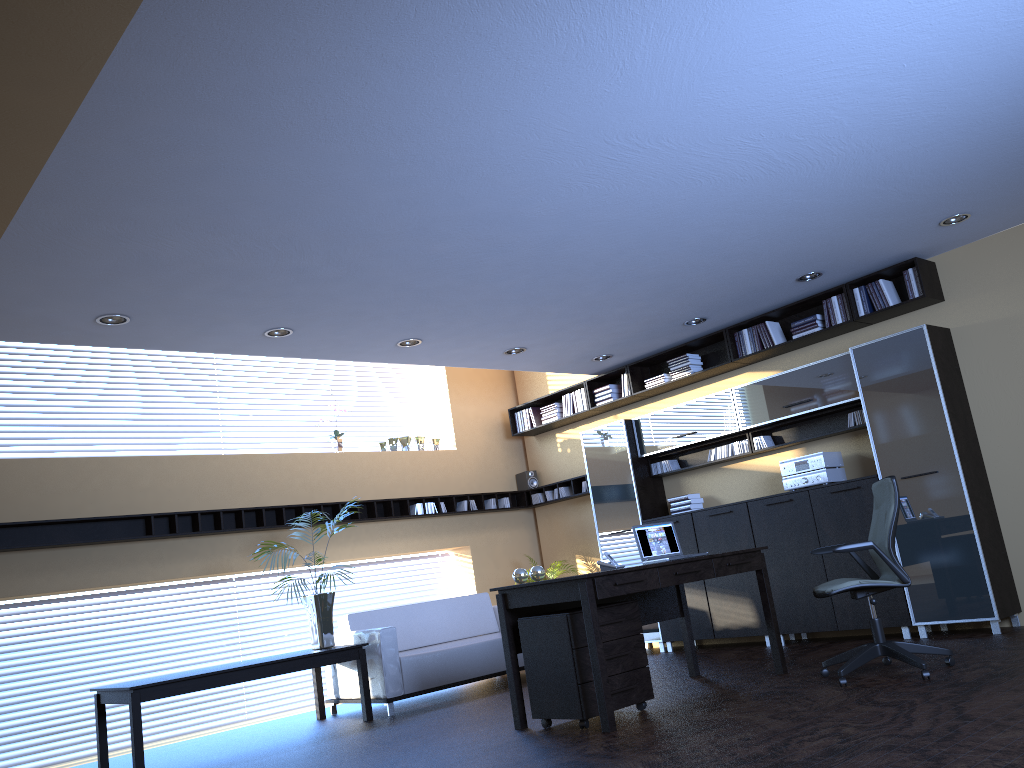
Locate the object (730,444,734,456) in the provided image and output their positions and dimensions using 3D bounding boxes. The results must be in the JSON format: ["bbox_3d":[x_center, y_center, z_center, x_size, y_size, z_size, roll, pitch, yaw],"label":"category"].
[{"bbox_3d":[2.183,0.645,8.678,0.142,0.118,0.040,2,-16,-42],"label":"object"}]

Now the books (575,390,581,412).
[{"bbox_3d":[0.824,0.206,10.116,0.207,0.257,0.050,2,-15,-42],"label":"books"}]

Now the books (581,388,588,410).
[{"bbox_3d":[0.886,0.178,10.036,0.207,0.257,0.050,2,-15,-42],"label":"books"}]

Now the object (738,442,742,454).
[{"bbox_3d":[2.249,0.617,8.597,0.142,0.119,0.009,2,-15,-41],"label":"object"}]

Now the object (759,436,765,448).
[{"bbox_3d":[2.414,0.552,8.418,0.142,0.119,0.030,2,-15,-41],"label":"object"}]

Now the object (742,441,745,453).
[{"bbox_3d":[2.281,0.607,8.574,0.142,0.119,0.009,2,-15,-42],"label":"object"}]

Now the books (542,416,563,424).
[{"bbox_3d":[0.522,0.434,10.448,0.207,0.050,0.259,2,-16,-41],"label":"books"}]

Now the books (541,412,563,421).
[{"bbox_3d":[0.511,0.388,10.469,0.207,0.050,0.259,3,-17,-42],"label":"books"}]

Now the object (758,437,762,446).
[{"bbox_3d":[2.403,0.557,8.434,0.140,0.117,0.026,2,-15,-41],"label":"object"}]

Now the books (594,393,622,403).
[{"bbox_3d":[1.071,0.159,9.829,0.207,0.050,0.259,3,-17,-42],"label":"books"}]

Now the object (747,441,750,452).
[{"bbox_3d":[2.315,0.591,8.525,0.142,0.119,0.009,2,-16,-42],"label":"object"}]

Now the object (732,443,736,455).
[{"bbox_3d":[2.204,0.635,8.650,0.142,0.119,0.009,2,-15,-42],"label":"object"}]

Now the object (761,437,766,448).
[{"bbox_3d":[2.422,0.549,8.411,0.140,0.117,0.026,2,-15,-41],"label":"object"}]

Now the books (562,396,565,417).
[{"bbox_3d":[0.668,0.269,10.293,0.207,0.258,0.075,2,-15,-42],"label":"books"}]

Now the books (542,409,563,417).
[{"bbox_3d":[0.522,0.345,10.474,0.207,0.028,0.259,2,-17,-41],"label":"books"}]

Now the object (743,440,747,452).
[{"bbox_3d":[2.289,0.601,8.555,0.142,0.119,0.009,2,-15,-42],"label":"object"}]

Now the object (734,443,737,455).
[{"bbox_3d":[2.214,0.633,8.645,0.142,0.119,0.009,2,-15,-41],"label":"object"}]

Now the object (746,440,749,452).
[{"bbox_3d":[2.307,0.593,8.531,0.142,0.119,0.009,2,-15,-41],"label":"object"}]

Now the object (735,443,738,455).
[{"bbox_3d":[2.225,0.627,8.628,0.140,0.118,0.006,2,-15,-42],"label":"object"}]

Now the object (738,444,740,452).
[{"bbox_3d":[2.247,0.620,8.609,0.142,0.119,0.009,2,-15,-42],"label":"object"}]

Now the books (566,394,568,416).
[{"bbox_3d":[0.703,0.252,10.242,0.207,0.258,0.075,2,-15,-41],"label":"books"}]

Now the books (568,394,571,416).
[{"bbox_3d":[0.724,0.244,10.220,0.207,0.258,0.075,2,-15,-42],"label":"books"}]

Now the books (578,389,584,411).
[{"bbox_3d":[0.852,0.192,10.073,0.207,0.257,0.050,2,-15,-41],"label":"books"}]

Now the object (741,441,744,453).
[{"bbox_3d":[2.271,0.609,8.578,0.142,0.119,0.009,2,-15,-42],"label":"object"}]

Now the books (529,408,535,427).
[{"bbox_3d":[0.312,0.413,10.695,0.207,0.258,0.075,2,-15,-42],"label":"books"}]

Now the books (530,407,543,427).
[{"bbox_3d":[0.329,0.405,10.668,0.207,0.258,0.075,2,-16,-42],"label":"books"}]

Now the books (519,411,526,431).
[{"bbox_3d":[0.196,0.457,10.808,0.207,0.257,0.050,2,-16,-42],"label":"books"}]

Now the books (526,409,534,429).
[{"bbox_3d":[0.269,0.430,10.739,0.207,0.257,0.050,2,-15,-42],"label":"books"}]

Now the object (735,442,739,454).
[{"bbox_3d":[2.229,0.625,8.619,0.142,0.119,0.009,2,-15,-42],"label":"object"}]

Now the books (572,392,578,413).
[{"bbox_3d":[0.791,0.219,10.154,0.207,0.257,0.050,2,-15,-41],"label":"books"}]

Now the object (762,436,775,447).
[{"bbox_3d":[2.433,0.546,8.402,0.142,0.118,0.040,2,-16,-41],"label":"object"}]

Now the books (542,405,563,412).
[{"bbox_3d":[0.511,0.290,10.480,0.207,0.028,0.259,3,-17,-42],"label":"books"}]

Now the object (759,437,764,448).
[{"bbox_3d":[2.407,0.555,8.425,0.142,0.119,0.030,2,-15,-41],"label":"object"}]

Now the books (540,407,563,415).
[{"bbox_3d":[0.496,0.320,10.474,0.207,0.028,0.259,2,-17,-41],"label":"books"}]

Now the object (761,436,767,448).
[{"bbox_3d":[2.423,0.549,8.413,0.142,0.119,0.030,2,-15,-41],"label":"object"}]

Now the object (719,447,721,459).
[{"bbox_3d":[2.096,0.679,8.771,0.142,0.118,0.040,2,-16,-42],"label":"object"}]

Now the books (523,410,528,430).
[{"bbox_3d":[0.235,0.443,10.776,0.207,0.257,0.050,2,-15,-41],"label":"books"}]

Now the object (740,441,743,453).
[{"bbox_3d":[2.263,0.612,8.584,0.142,0.119,0.009,2,-15,-42],"label":"object"}]

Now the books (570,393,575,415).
[{"bbox_3d":[0.756,0.236,10.207,0.207,0.258,0.075,2,-15,-42],"label":"books"}]

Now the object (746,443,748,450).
[{"bbox_3d":[2.306,0.596,8.543,0.142,0.119,0.009,2,-15,-42],"label":"object"}]

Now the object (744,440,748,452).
[{"bbox_3d":[2.296,0.599,8.548,0.142,0.119,0.009,2,-15,-41],"label":"object"}]

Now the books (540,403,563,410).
[{"bbox_3d":[0.492,0.268,10.500,0.207,0.028,0.259,3,-17,-41],"label":"books"}]

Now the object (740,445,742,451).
[{"bbox_3d":[2.263,0.615,8.597,0.142,0.119,0.009,2,-15,-42],"label":"object"}]

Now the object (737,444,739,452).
[{"bbox_3d":[2.236,0.622,8.612,0.140,0.118,0.006,2,-15,-42],"label":"object"}]

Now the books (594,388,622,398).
[{"bbox_3d":[1.079,0.107,9.836,0.207,0.050,0.259,2,-17,-41],"label":"books"}]

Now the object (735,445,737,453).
[{"bbox_3d":[2.223,0.630,8.639,0.140,0.118,0.006,2,-15,-41],"label":"object"}]

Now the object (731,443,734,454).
[{"bbox_3d":[2.199,0.638,8.658,0.142,0.119,0.009,2,-15,-42],"label":"object"}]

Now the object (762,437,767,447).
[{"bbox_3d":[2.432,0.546,8.400,0.140,0.115,0.036,2,-15,-41],"label":"object"}]

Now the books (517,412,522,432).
[{"bbox_3d":[0.170,0.471,10.853,0.207,0.257,0.050,2,-15,-42],"label":"books"}]

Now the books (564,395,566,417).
[{"bbox_3d":[0.683,0.261,10.266,0.207,0.258,0.075,2,-15,-42],"label":"books"}]

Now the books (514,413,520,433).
[{"bbox_3d":[0.134,0.484,10.889,0.207,0.257,0.050,2,-15,-42],"label":"books"}]

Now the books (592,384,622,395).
[{"bbox_3d":[1.055,0.063,9.859,0.207,0.050,0.259,3,-17,-42],"label":"books"}]

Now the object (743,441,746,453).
[{"bbox_3d":[2.287,0.604,8.566,0.140,0.118,0.006,2,-15,-42],"label":"object"}]

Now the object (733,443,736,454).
[{"bbox_3d":[2.212,0.633,8.643,0.140,0.118,0.006,2,-15,-41],"label":"object"}]

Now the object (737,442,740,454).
[{"bbox_3d":[2.238,0.622,8.614,0.142,0.119,0.009,2,-15,-42],"label":"object"}]
